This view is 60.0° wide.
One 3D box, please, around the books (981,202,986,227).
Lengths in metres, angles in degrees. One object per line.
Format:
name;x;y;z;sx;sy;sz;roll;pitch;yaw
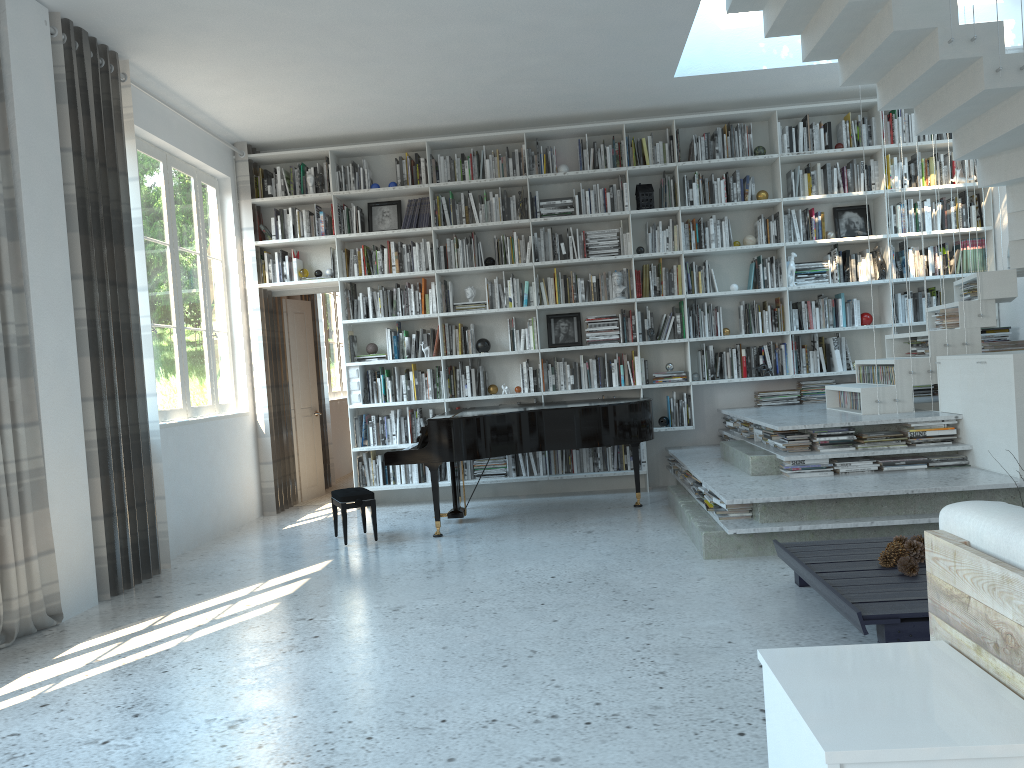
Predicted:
books;3.927;-1.403;7.451;0.021;0.219;0.184;-4;1;4

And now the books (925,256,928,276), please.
books;3.472;-0.985;7.508;0.030;0.184;0.137;-4;1;4

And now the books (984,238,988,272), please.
books;3.948;-1.073;7.459;0.018;0.293;0.169;-4;1;4

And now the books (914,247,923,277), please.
books;3.403;-1.019;7.490;0.056;0.261;0.176;-4;1;4

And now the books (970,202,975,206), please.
books;3.869;-1.405;7.483;0.024;0.230;0.131;-4;1;4

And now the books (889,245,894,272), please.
books;3.202;-1.021;7.523;0.010;0.293;0.164;-4;1;4

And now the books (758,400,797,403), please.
books;2.274;0.145;7.622;0.308;0.008;0.195;-4;1;6

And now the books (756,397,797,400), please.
books;2.274;0.122;7.627;0.308;0.008;0.195;-4;1;4

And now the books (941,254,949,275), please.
books;3.621;-0.993;7.465;0.024;0.181;0.191;-4;1;4

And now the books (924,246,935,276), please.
books;3.520;-1.026;7.498;0.029;0.259;0.171;-4;1;4

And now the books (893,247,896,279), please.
books;3.223;-1.015;7.532;0.010;0.279;0.147;-4;1;4

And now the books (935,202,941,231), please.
books;3.565;-1.391;7.470;0.045;0.245;0.177;-4;1;4

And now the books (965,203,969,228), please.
books;3.789;-1.394;7.463;0.025;0.220;0.177;-4;1;4

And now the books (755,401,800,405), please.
books;2.274;0.160;7.614;0.346;0.007;0.193;-4;1;9

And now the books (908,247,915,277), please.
books;3.365;-1.018;7.505;0.022;0.265;0.157;-4;1;4

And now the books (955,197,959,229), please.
books;3.715;-1.417;7.462;0.013;0.277;0.188;-4;1;4

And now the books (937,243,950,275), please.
books;3.645;-1.044;7.490;0.026;0.278;0.169;-4;1;4

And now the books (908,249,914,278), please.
books;3.341;-1.006;7.495;0.026;0.246;0.180;-4;1;4

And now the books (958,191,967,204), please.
books;3.805;-1.451;7.476;0.013;0.330;0.140;-4;2;4

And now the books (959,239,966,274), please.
books;3.779;-1.061;7.470;0.033;0.294;0.169;-4;1;4

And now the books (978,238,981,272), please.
books;3.893;-1.069;7.457;0.018;0.293;0.169;-4;1;4

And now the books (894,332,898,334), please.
books;3.226;-0.286;7.470;0.011;0.293;0.144;-4;1;4

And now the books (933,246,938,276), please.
books;3.564;-1.026;7.502;0.012;0.254;0.161;-4;1;4

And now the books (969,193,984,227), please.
books;3.893;-1.438;7.450;0.042;0.292;0.186;-4;1;4

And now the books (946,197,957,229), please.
books;3.702;-1.420;7.466;0.012;0.283;0.151;-4;1;4

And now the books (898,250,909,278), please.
books;3.305;-1.003;7.499;0.022;0.243;0.170;-4;1;4

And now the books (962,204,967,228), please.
books;3.764;-1.388;7.456;0.025;0.211;0.188;-4;1;4

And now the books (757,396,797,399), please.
books;2.276;0.115;7.614;0.308;0.008;0.195;-4;1;9

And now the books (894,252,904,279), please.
books;3.263;-0.997;7.529;0.066;0.236;0.144;-4;1;4

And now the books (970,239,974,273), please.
books;3.839;-1.065;7.466;0.018;0.293;0.169;-4;1;4

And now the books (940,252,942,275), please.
books;3.604;-1.006;7.506;0.014;0.207;0.138;-4;1;4

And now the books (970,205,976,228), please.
books;3.841;-1.385;7.451;0.029;0.195;0.192;-4;1;4

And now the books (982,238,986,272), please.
books;3.929;-1.072;7.449;0.018;0.293;0.169;-4;1;4

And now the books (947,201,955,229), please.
books;3.685;-1.403;7.477;0.025;0.252;0.160;-4;1;4

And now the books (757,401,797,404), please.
books;2.274;0.152;7.618;0.308;0.008;0.195;-4;1;8

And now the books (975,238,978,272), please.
books;3.875;-1.068;7.464;0.018;0.293;0.169;-4;1;4

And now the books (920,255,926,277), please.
books;3.444;-0.985;7.488;0.023;0.189;0.169;-4;1;4

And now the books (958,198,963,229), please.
books;3.735;-1.414;7.458;0.028;0.268;0.173;-4;1;4

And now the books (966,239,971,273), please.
books;3.802;-1.063;7.455;0.018;0.293;0.169;-4;1;4

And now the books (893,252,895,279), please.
books;3.214;-0.994;7.523;0.010;0.239;0.147;-4;1;4

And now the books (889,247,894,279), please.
books;3.185;-1.011;7.510;0.025;0.277;0.160;-4;1;4

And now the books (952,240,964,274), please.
books;3.741;-1.056;7.473;0.072;0.291;0.169;-4;1;4

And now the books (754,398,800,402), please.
books;2.275;0.137;7.622;0.345;0.007;0.193;-4;1;2

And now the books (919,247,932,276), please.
books;3.494;-1.018;7.489;0.022;0.247;0.181;-4;1;4

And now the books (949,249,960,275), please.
books;3.704;-1.014;7.475;0.088;0.217;0.167;-4;1;4

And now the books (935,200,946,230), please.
books;3.599;-1.400;7.473;0.023;0.258;0.184;-4;1;4

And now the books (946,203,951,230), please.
books;3.660;-1.394;7.490;0.028;0.237;0.145;-4;1;4

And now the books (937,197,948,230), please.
books;3.632;-1.419;7.490;0.024;0.292;0.132;-4;1;4

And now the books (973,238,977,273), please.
books;3.857;-1.067;7.461;0.018;0.293;0.169;-4;1;4

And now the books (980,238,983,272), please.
books;3.911;-1.070;7.461;0.018;0.293;0.169;-4;1;4

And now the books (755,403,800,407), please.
books;2.276;0.175;7.618;0.345;0.007;0.193;-4;1;8

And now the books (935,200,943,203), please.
books;3.616;-1.409;7.496;0.010;0.274;0.130;-4;1;4

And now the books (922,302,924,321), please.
books;3.442;-0.633;7.508;0.014;0.221;0.155;-4;1;4

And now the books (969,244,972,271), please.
books;3.821;-1.064;7.467;0.018;0.293;0.169;-4;1;4

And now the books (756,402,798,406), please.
books;2.275;0.167;7.618;0.308;0.008;0.195;-4;1;0

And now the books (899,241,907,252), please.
books;3.320;-1.043;7.515;0.012;0.322;0.141;-4;1;4

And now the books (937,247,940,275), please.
books;3.583;-1.025;7.504;0.025;0.249;0.133;-4;1;4

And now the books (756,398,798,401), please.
books;2.274;0.130;7.614;0.308;0.008;0.195;-4;1;-1

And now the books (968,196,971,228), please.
books;3.819;-1.428;7.467;0.013;0.283;0.149;-4;1;4
